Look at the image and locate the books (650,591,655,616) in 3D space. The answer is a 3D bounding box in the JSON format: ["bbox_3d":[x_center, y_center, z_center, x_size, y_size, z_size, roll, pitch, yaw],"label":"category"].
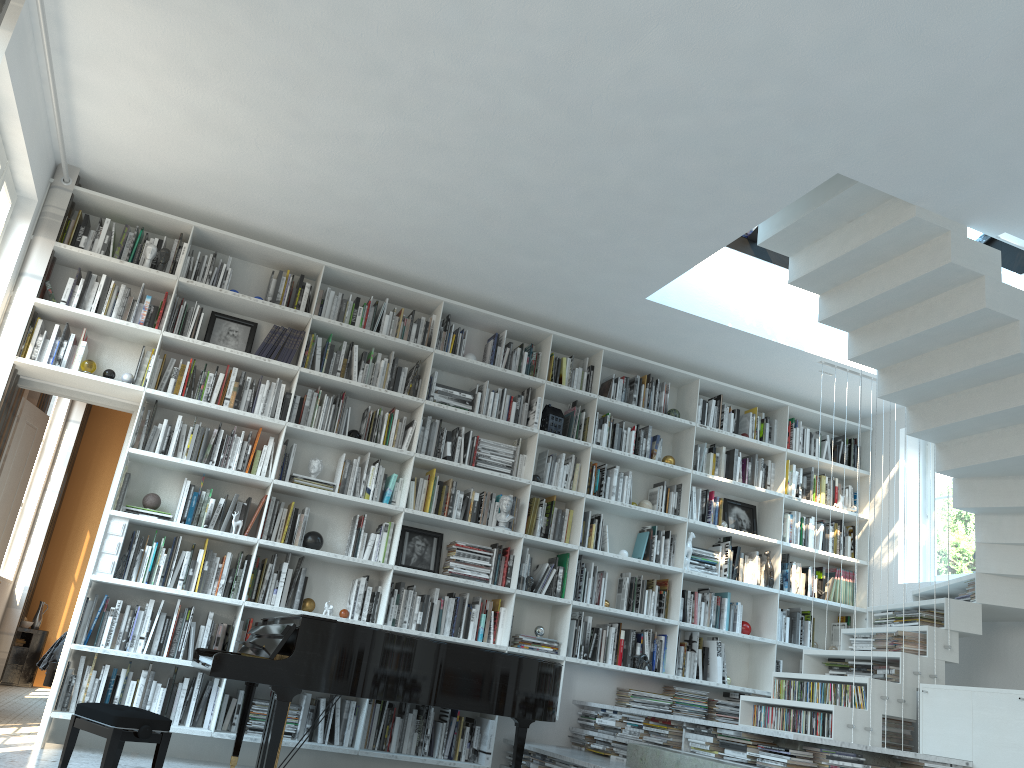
[{"bbox_3d":[0.965,1.590,6.382,0.019,0.182,0.191,15,-20,-19],"label":"books"}]

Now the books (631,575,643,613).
[{"bbox_3d":[0.884,1.525,6.388,0.007,0.284,0.160,15,-19,-19],"label":"books"}]

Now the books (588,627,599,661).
[{"bbox_3d":[0.524,1.804,6.146,0.065,0.230,0.162,15,-20,-19],"label":"books"}]

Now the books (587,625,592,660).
[{"bbox_3d":[0.495,1.772,6.136,0.010,0.276,0.174,15,-19,-19],"label":"books"}]

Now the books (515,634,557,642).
[{"bbox_3d":[0.160,1.707,5.954,0.254,0.012,0.161,12,-19,-10],"label":"books"}]

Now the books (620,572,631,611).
[{"bbox_3d":[0.801,1.502,6.368,0.016,0.288,0.132,15,-19,-19],"label":"books"}]

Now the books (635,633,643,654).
[{"bbox_3d":[0.869,1.892,6.272,0.012,0.248,0.165,15,-19,-19],"label":"books"}]

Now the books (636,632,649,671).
[{"bbox_3d":[0.908,1.893,6.282,0.070,0.265,0.186,15,-20,-19],"label":"books"}]

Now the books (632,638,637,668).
[{"bbox_3d":[0.827,1.901,6.256,0.022,0.210,0.136,15,-19,-19],"label":"books"}]

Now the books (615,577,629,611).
[{"bbox_3d":[0.787,1.513,6.345,0.019,0.251,0.130,15,-19,-19],"label":"books"}]

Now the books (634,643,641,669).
[{"bbox_3d":[0.849,1.919,6.254,0.025,0.180,0.169,15,-20,-19],"label":"books"}]

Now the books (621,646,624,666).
[{"bbox_3d":[0.741,1.864,6.231,0.025,0.237,0.157,15,-19,-19],"label":"books"}]

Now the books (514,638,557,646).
[{"bbox_3d":[0.157,1.729,5.944,0.254,0.012,0.161,16,-20,-19],"label":"books"}]

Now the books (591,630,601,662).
[{"bbox_3d":[0.558,1.821,6.157,0.011,0.216,0.176,15,-20,-19],"label":"books"}]

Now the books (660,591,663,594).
[{"bbox_3d":[1.046,1.607,6.431,0.016,0.204,0.142,15,-20,-19],"label":"books"}]

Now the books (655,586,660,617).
[{"bbox_3d":[1.017,1.586,6.422,0.021,0.231,0.155,15,-19,-19],"label":"books"}]

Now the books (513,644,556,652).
[{"bbox_3d":[0.149,1.766,5.941,0.254,0.012,0.161,13,-19,-13],"label":"books"}]

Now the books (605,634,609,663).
[{"bbox_3d":[0.627,1.841,6.191,0.012,0.220,0.153,15,-20,-19],"label":"books"}]

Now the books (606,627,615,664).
[{"bbox_3d":[0.652,1.827,6.187,0.025,0.251,0.182,15,-20,-19],"label":"books"}]

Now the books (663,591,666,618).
[{"bbox_3d":[1.063,1.609,6.426,0.013,0.203,0.159,15,-20,-19],"label":"books"}]

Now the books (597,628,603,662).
[{"bbox_3d":[0.574,1.820,6.176,0.029,0.234,0.142,15,-19,-19],"label":"books"}]

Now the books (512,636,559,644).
[{"bbox_3d":[0.156,1.720,5.956,0.285,0.012,0.160,14,-20,-15],"label":"books"}]

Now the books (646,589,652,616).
[{"bbox_3d":[0.949,1.581,6.382,0.015,0.194,0.176,15,-20,-19],"label":"books"}]

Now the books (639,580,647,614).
[{"bbox_3d":[0.903,1.537,6.363,0.018,0.250,0.184,15,-20,-19],"label":"books"}]

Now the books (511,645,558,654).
[{"bbox_3d":[0.146,1.778,5.939,0.285,0.012,0.160,14,-19,-14],"label":"books"}]

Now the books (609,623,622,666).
[{"bbox_3d":[0.707,1.822,6.209,0.012,0.292,0.175,15,-19,-19],"label":"books"}]

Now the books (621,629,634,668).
[{"bbox_3d":[0.789,1.862,6.241,0.026,0.261,0.174,15,-19,-19],"label":"books"}]

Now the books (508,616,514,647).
[{"bbox_3d":[-0.041,1.663,5.959,0.030,0.209,0.137,15,-19,-19],"label":"books"}]

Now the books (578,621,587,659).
[{"bbox_3d":[0.455,1.768,6.111,0.023,0.255,0.178,15,-20,-19],"label":"books"}]

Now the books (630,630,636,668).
[{"bbox_3d":[0.810,1.870,6.255,0.026,0.262,0.170,15,-19,-19],"label":"books"}]

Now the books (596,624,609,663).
[{"bbox_3d":[0.620,1.815,6.189,0.014,0.267,0.172,15,-19,-19],"label":"books"}]

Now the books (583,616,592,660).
[{"bbox_3d":[0.482,1.757,6.124,0.030,0.293,0.189,15,-19,-19],"label":"books"}]

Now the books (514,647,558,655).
[{"bbox_3d":[0.146,1.788,5.931,0.285,0.012,0.160,14,-20,-16],"label":"books"}]

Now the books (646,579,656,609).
[{"bbox_3d":[0.982,1.551,6.403,0.006,0.273,0.173,15,-19,-19],"label":"books"}]

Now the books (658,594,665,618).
[{"bbox_3d":[1.040,1.608,6.397,0.016,0.180,0.190,15,-20,-19],"label":"books"}]

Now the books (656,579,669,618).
[{"bbox_3d":[1.082,1.567,6.437,0.007,0.294,0.162,15,-19,-19],"label":"books"}]

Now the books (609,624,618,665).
[{"bbox_3d":[0.687,1.828,6.223,0.012,0.284,0.160,15,-19,-19],"label":"books"}]

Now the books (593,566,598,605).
[{"bbox_3d":[0.553,1.434,6.271,0.006,0.284,0.160,15,-19,-19],"label":"books"}]

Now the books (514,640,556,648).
[{"bbox_3d":[0.152,1.744,5.950,0.254,0.012,0.161,14,-19,-14],"label":"books"}]

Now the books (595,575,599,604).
[{"bbox_3d":[0.567,1.468,6.268,0.008,0.222,0.134,15,-19,-19],"label":"books"}]

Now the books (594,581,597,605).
[{"bbox_3d":[0.555,1.485,6.257,0.013,0.178,0.141,15,-20,-19],"label":"books"}]

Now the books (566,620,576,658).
[{"bbox_3d":[0.388,1.757,6.106,0.012,0.253,0.161,15,-19,-19],"label":"books"}]

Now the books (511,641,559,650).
[{"bbox_3d":[0.151,1.754,5.943,0.285,0.012,0.160,14,-20,-16],"label":"books"}]

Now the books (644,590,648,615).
[{"bbox_3d":[0.914,1.574,6.358,0.018,0.181,0.182,15,-20,-19],"label":"books"}]

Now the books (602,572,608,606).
[{"bbox_3d":[0.621,1.466,6.283,0.013,0.250,0.173,15,-20,-19],"label":"books"}]

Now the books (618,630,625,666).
[{"bbox_3d":[0.722,1.851,6.210,0.031,0.243,0.185,15,-20,-19],"label":"books"}]

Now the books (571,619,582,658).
[{"bbox_3d":[0.412,1.753,6.095,0.023,0.261,0.187,15,-20,-19],"label":"books"}]

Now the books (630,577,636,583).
[{"bbox_3d":[0.833,1.520,6.361,0.015,0.261,0.150,15,-19,-19],"label":"books"}]

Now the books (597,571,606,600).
[{"bbox_3d":[0.610,1.458,6.280,0.014,0.260,0.142,15,-19,-19],"label":"books"}]

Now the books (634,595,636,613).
[{"bbox_3d":[0.850,1.557,6.380,0.031,0.208,0.122,15,-19,-19],"label":"books"}]

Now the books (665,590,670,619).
[{"bbox_3d":[1.098,1.615,6.457,0.009,0.223,0.146,15,-19,-19],"label":"books"}]

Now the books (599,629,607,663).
[{"bbox_3d":[0.599,1.829,6.179,0.024,0.227,0.160,15,-20,-19],"label":"books"}]

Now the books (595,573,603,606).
[{"bbox_3d":[0.582,1.461,6.266,0.015,0.237,0.177,15,-20,-19],"label":"books"}]

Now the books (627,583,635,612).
[{"bbox_3d":[0.821,1.534,6.336,0.016,0.215,0.178,15,-20,-19],"label":"books"}]

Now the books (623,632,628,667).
[{"bbox_3d":[0.760,1.869,6.245,0.021,0.242,0.131,15,-19,-19],"label":"books"}]

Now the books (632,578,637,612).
[{"bbox_3d":[0.843,1.524,6.364,0.008,0.258,0.159,15,-19,-19],"label":"books"}]

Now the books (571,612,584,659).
[{"bbox_3d":[0.431,1.732,6.109,0.010,0.315,0.187,15,-19,-19],"label":"books"}]

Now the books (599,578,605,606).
[{"bbox_3d":[0.594,1.478,6.263,0.014,0.206,0.181,15,-20,-19],"label":"books"}]

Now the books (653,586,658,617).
[{"bbox_3d":[0.989,1.575,6.399,0.018,0.228,0.182,15,-20,-19],"label":"books"}]
